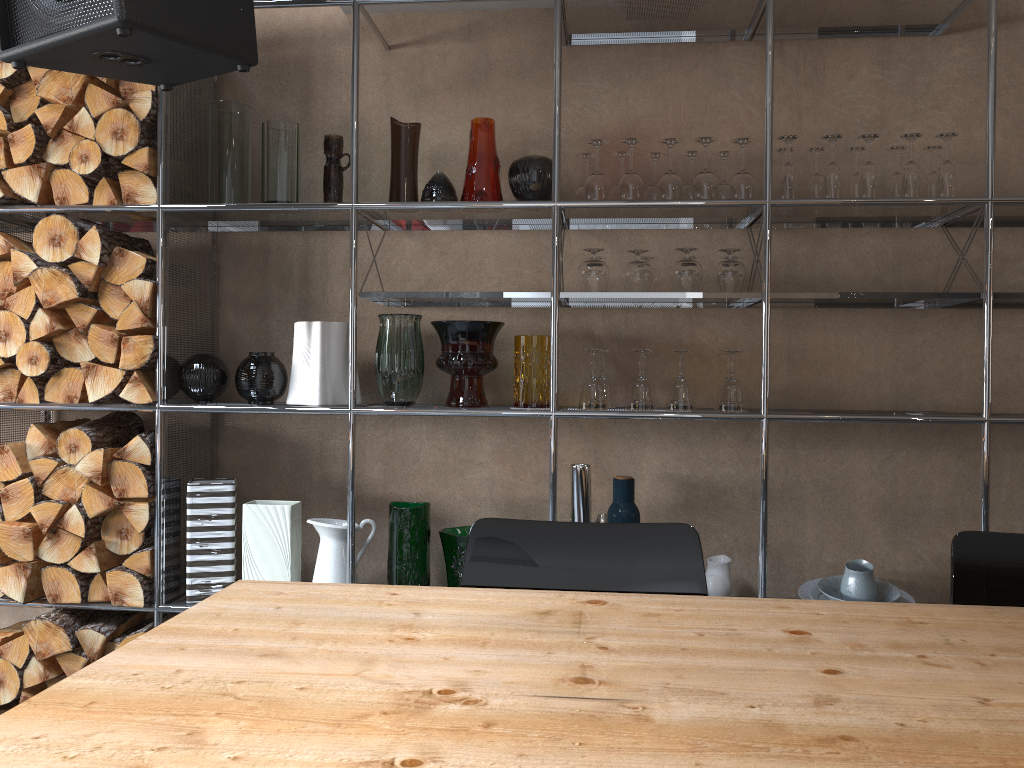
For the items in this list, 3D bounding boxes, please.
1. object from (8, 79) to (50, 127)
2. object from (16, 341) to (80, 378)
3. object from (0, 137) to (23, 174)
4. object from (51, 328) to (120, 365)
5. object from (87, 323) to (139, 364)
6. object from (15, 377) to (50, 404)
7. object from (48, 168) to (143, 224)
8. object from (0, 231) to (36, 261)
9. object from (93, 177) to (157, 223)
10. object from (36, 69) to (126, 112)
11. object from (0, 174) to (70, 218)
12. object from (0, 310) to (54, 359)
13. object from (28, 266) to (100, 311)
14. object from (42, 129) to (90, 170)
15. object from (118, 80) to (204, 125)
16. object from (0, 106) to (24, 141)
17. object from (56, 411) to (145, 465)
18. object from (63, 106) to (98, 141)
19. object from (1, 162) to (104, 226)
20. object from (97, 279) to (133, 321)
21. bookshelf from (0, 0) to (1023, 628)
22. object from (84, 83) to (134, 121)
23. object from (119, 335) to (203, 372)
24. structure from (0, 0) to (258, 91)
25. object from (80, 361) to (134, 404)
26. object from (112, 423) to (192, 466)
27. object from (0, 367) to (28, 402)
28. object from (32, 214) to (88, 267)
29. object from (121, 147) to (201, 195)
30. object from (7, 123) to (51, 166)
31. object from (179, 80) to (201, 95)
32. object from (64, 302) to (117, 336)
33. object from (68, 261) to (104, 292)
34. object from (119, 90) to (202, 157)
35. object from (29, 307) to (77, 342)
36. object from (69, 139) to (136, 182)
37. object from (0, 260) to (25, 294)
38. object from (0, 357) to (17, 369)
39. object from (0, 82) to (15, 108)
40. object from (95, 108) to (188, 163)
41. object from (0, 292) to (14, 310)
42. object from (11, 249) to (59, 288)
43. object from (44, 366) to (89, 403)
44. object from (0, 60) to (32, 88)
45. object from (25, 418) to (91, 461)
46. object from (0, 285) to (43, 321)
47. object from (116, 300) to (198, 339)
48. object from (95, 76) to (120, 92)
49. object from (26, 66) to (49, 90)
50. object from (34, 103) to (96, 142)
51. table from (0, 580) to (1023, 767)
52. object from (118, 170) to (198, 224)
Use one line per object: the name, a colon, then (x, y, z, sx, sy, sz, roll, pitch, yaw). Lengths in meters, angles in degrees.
object: (-1.393, -0.817, 2.714, 0.112, 0.153, 0.290, 1, 1, 9)
object: (-1.359, -0.070, 2.677, 0.103, 0.110, 0.312, 1, 1, 2)
object: (-1.490, -0.668, 2.710, 0.110, 0.109, 0.321, 1, 1, 5)
object: (-1.260, -0.111, 2.708, 0.147, 0.118, 0.288, 1, 1, 2)
object: (-1.158, -0.126, 2.681, 0.095, 0.135, 0.329, 1, 1, 2)
object: (-1.387, 0.015, 2.717, 0.087, 0.095, 0.303, 1, 1, 6)
object: (-1.258, -0.569, 2.699, 0.135, 0.114, 0.299, 1, 1, 8)
object: (-1.470, -0.396, 2.707, 0.121, 0.107, 0.308, 1, 1, 2)
object: (-1.149, -0.554, 2.688, 0.087, 0.095, 0.303, 1, 1, 6)
object: (-1.253, -0.848, 2.661, 0.164, 0.128, 0.321, 1, 1, 6)
object: (-1.483, -0.572, 2.712, 0.107, 0.105, 0.330, 1, 1, 8)
object: (-1.440, -0.144, 2.683, 0.143, 0.143, 0.286, 1, 1, 5)
object: (-1.285, -0.276, 2.669, 0.164, 0.128, 0.321, 1, 1, 5)
object: (-1.273, -0.683, 2.704, 0.147, 0.118, 0.288, 1, 1, 10)
object: (-1.058, -0.873, 2.676, 0.135, 0.114, 0.299, 1, 1, 8)
object: (-1.474, -0.761, 2.710, 0.107, 0.110, 0.331, 1, 1, 8)
object: (-1.259, 0.159, 2.714, 0.140, 0.150, 0.312, 1, 1, 2)
object: (-1.220, -0.747, 2.684, 0.101, 0.110, 0.331, 1, 1, 4)
object: (-1.382, -0.575, 2.727, 0.154, 0.131, 0.362, 1, 1, 5)
object: (-1.137, -0.243, 2.693, 0.112, 0.153, 0.290, 1, 1, 3)
bookshelf: (0.440, -2.038, 2.564, 10.738, 6.219, 0.421, 1, 1, 6)
object: (-1.133, -0.804, 2.667, 0.128, 0.107, 0.329, 1, 1, 6)
object: (-1.046, -0.091, 2.670, 0.110, 0.109, 0.321, 1, 1, 6)
structure: (-0.903, -1.102, 2.079, 0.460, 0.744, 0.506, 1, 1, 31)
object: (-1.151, -0.001, 2.708, 0.154, 0.131, 0.362, 1, 1, 6)
object: (-1.079, 0.176, 2.675, 0.121, 0.107, 0.308, 1, 1, 2)
object: (-1.475, 0.003, 2.731, 0.126, 0.112, 0.287, 1, 1, 5)
object: (-1.289, -0.409, 2.668, 0.140, 0.150, 0.312, 1, 1, 2)
object: (-1.041, -0.631, 2.657, 0.095, 0.088, 0.303, 1, 1, 8)
object: (-1.377, -0.700, 2.698, 0.095, 0.135, 0.329, 1, 1, 9)
object: (-1.061, -0.963, 2.661, 0.121, 0.107, 0.308, 1, 1, 10)
object: (-1.232, -0.189, 2.705, 0.107, 0.098, 0.330, 1, 1, 2)
object: (-1.207, -0.311, 2.673, 0.098, 0.090, 0.303, 1, 1, 5)
object: (-1.046, -0.774, 2.660, 0.111, 0.121, 0.309, 1, 1, 7)
object: (-1.314, -0.176, 2.698, 0.101, 0.110, 0.331, 1, 1, 8)
object: (-1.182, -0.639, 2.655, 0.103, 0.110, 0.312, 1, 1, 9)
object: (-1.472, -0.307, 2.723, 0.135, 0.114, 0.299, 1, 1, 4)
object: (-1.497, -0.065, 2.708, 0.095, 0.088, 0.303, 1, 1, 4)
object: (-1.472, -0.828, 2.702, 0.097, 0.120, 0.308, 1, 1, 10)
object: (-1.100, -0.712, 2.645, 0.143, 0.143, 0.286, 1, 1, 6)
object: (-1.489, -0.208, 2.709, 0.111, 0.121, 0.309, 1, 1, 5)
object: (-1.371, -0.336, 2.707, 0.098, 0.115, 0.362, 1, 1, 5)
object: (-1.278, 0.003, 2.706, 0.135, 0.114, 0.299, 1, 1, 4)
object: (-1.433, -0.934, 2.678, 0.140, 0.150, 0.312, 1, 1, 9)
object: (-1.357, 0.172, 2.730, 0.107, 0.121, 0.289, 1, 1, 7)
object: (-1.401, -0.235, 2.699, 0.128, 0.107, 0.329, 1, 1, 6)
object: (-1.060, -0.185, 2.673, 0.107, 0.110, 0.331, 1, 1, 4)
object: (-1.159, -0.905, 2.681, 0.098, 0.115, 0.362, 1, 1, 6)
object: (-1.327, -0.885, 2.680, 0.098, 0.090, 0.303, 1, 1, 7)
object: (-1.299, -0.761, 2.707, 0.107, 0.098, 0.330, 1, 1, 10)
table: (2.435, 0.650, 0.695, 5.999, 0.927, 1.185, 1, 1, 6)
object: (-1.060, -0.564, 2.685, 0.126, 0.112, 0.287, 1, 1, 6)
